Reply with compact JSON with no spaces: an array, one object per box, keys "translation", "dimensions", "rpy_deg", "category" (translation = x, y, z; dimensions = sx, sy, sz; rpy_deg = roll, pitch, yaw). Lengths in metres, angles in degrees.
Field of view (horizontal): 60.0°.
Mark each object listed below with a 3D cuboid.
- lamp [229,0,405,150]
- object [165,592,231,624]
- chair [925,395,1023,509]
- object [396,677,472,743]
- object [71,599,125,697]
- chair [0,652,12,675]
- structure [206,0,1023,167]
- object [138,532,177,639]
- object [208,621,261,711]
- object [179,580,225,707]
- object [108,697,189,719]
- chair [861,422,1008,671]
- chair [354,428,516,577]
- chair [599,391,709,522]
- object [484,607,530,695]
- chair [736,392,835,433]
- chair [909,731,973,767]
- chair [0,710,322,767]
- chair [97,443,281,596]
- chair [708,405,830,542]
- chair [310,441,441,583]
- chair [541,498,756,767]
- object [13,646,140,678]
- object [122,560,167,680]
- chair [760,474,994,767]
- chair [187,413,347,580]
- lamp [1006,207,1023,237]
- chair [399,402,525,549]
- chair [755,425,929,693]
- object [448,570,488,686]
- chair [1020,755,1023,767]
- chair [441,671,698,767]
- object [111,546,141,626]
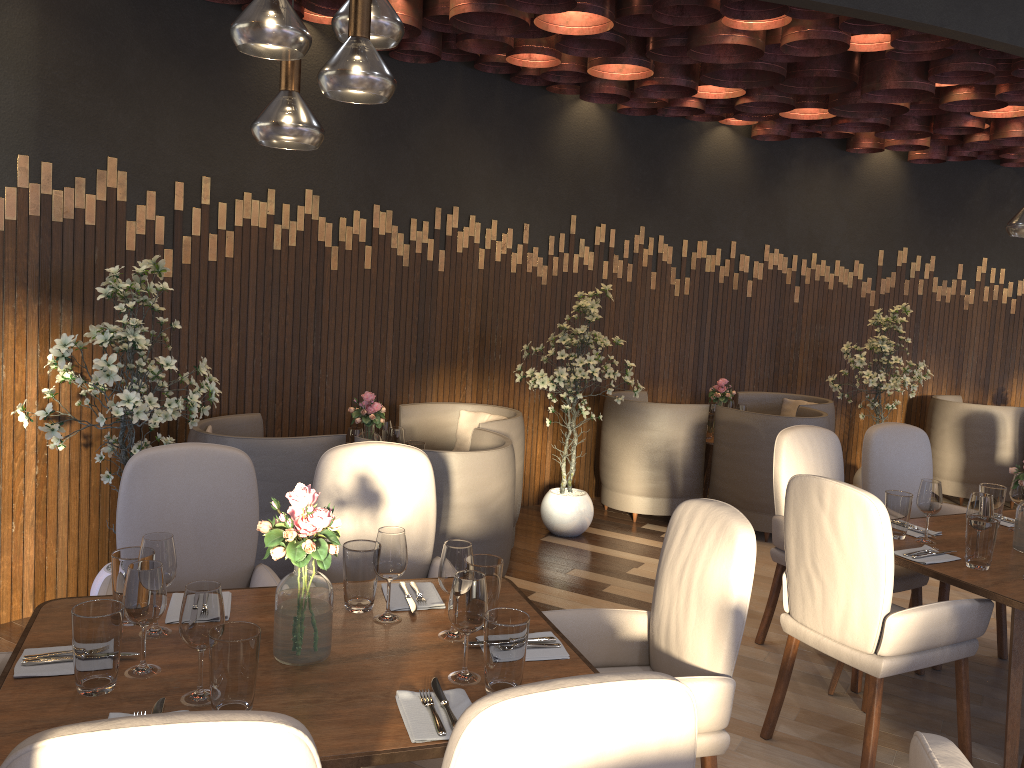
[{"translation":[-0.400,-1.209,1.966],"dimensions":[0.439,1.323,0.440],"rpy_deg":[5,5,15],"category":"lamp"},{"translation":[-0.825,0.590,2.339],"dimensions":[0.157,0.019,0.256],"rpy_deg":[2,7,-16],"category":"object"},{"translation":[3.768,0.552,7.375],"dimensions":[0.595,0.835,0.776],"rpy_deg":[1,6,-20],"category":"chair"},{"translation":[-0.158,0.681,1.873],"dimensions":[0.157,0.019,0.256],"rpy_deg":[1,7,-17],"category":"object"},{"translation":[-0.876,0.559,1.873],"dimensions":[0.102,0.178,0.102],"rpy_deg":[1,5,-23],"category":"object"},{"translation":[-1.262,0.795,1.860],"dimensions":[0.599,0.998,0.530],"rpy_deg":[1,5,-22],"category":"chair"},{"translation":[2.013,-2.011,5.619],"dimensions":[9.452,0.555,2.763],"rpy_deg":[0,7,-30],"category":"structure"},{"translation":[-0.871,0.493,2.173],"dimensions":[0.092,0.244,0.092],"rpy_deg":[6,5,26],"category":"object"},{"translation":[-0.564,0.586,1.794],"dimensions":[0.102,0.178,0.102],"rpy_deg":[2,5,-11],"category":"object"},{"translation":[-0.650,0.541,1.856],"dimensions":[0.092,0.244,0.092],"rpy_deg":[4,5,8],"category":"object"},{"translation":[-0.705,0.668,1.706],"dimensions":[0.157,0.019,0.256],"rpy_deg":[1,7,-17],"category":"object"},{"translation":[1.972,0.723,4.190],"dimensions":[0.528,0.998,0.601],"rpy_deg":[1,5,-23],"category":"chair"},{"translation":[-0.309,0.676,4.139],"dimensions":[0.774,0.835,0.597],"rpy_deg":[-1,7,-40],"category":"chair"},{"translation":[0.925,0.510,6.270],"dimensions":[0.595,0.835,0.776],"rpy_deg":[0,6,-30],"category":"chair"},{"translation":[-0.016,0.599,1.961],"dimensions":[0.102,0.178,0.102],"rpy_deg":[2,5,-11],"category":"object"},{"translation":[2.136,0.520,6.814],"dimensions":[0.595,0.835,0.776],"rpy_deg":[1,6,-25],"category":"chair"},{"translation":[0.796,1.000,1.104],"dimensions":[0.600,0.998,0.529],"rpy_deg":[4,5,7],"category":"chair"},{"translation":[-0.547,0.886,1.427],"dimensions":[0.528,0.998,0.601],"rpy_deg":[2,5,-16],"category":"chair"},{"translation":[-0.961,0.724,2.658],"dimensions":[0.528,0.998,0.601],"rpy_deg":[1,5,-24],"category":"chair"},{"translation":[1.785,0.595,5.953],"dimensions":[0.774,0.835,0.597],"rpy_deg":[1,6,-20],"category":"chair"},{"translation":[-0.427,0.732,2.858],"dimensions":[0.528,0.998,0.601],"rpy_deg":[2,5,-16],"category":"chair"},{"translation":[0.294,0.824,2.419],"dimensions":[0.599,0.998,0.530],"rpy_deg":[2,5,-16],"category":"chair"},{"translation":[-0.980,0.617,2.011],"dimensions":[0.255,0.019,0.158],"rpy_deg":[1,7,-20],"category":"object"},{"translation":[-0.814,0.520,1.961],"dimensions":[0.092,0.244,0.092],"rpy_deg":[-1,6,-39],"category":"object"},{"translation":[1.259,0.806,3.084],"dimensions":[0.599,0.998,0.530],"rpy_deg":[1,6,-29],"category":"chair"},{"translation":[-1.236,0.616,4.191],"dimensions":[0.776,0.835,0.596],"rpy_deg":[8,7,40],"category":"chair"},{"translation":[2.127,-1.207,3.271],"dimensions":[0.440,1.323,0.440],"rpy_deg":[7,6,35],"category":"lamp"},{"translation":[-0.247,0.566,5.154],"dimensions":[0.595,0.835,0.776],"rpy_deg":[-2,7,-45],"category":"chair"},{"translation":[1.468,0.724,3.925],"dimensions":[0.528,0.998,0.601],"rpy_deg":[0,6,-31],"category":"chair"},{"translation":[-0.102,0.554,2.023],"dimensions":[0.092,0.244,0.092],"rpy_deg":[6,6,30],"category":"object"},{"translation":[2.038,0.889,2.746],"dimensions":[0.528,0.998,0.601],"rpy_deg":[1,5,-24],"category":"chair"},{"translation":[-0.010,0.897,1.605],"dimensions":[0.528,0.998,0.601],"rpy_deg":[1,5,-22],"category":"chair"},{"translation":[-0.959,0.513,2.241],"dimensions":[0.102,0.178,0.102],"rpy_deg":[4,5,10],"category":"object"}]
